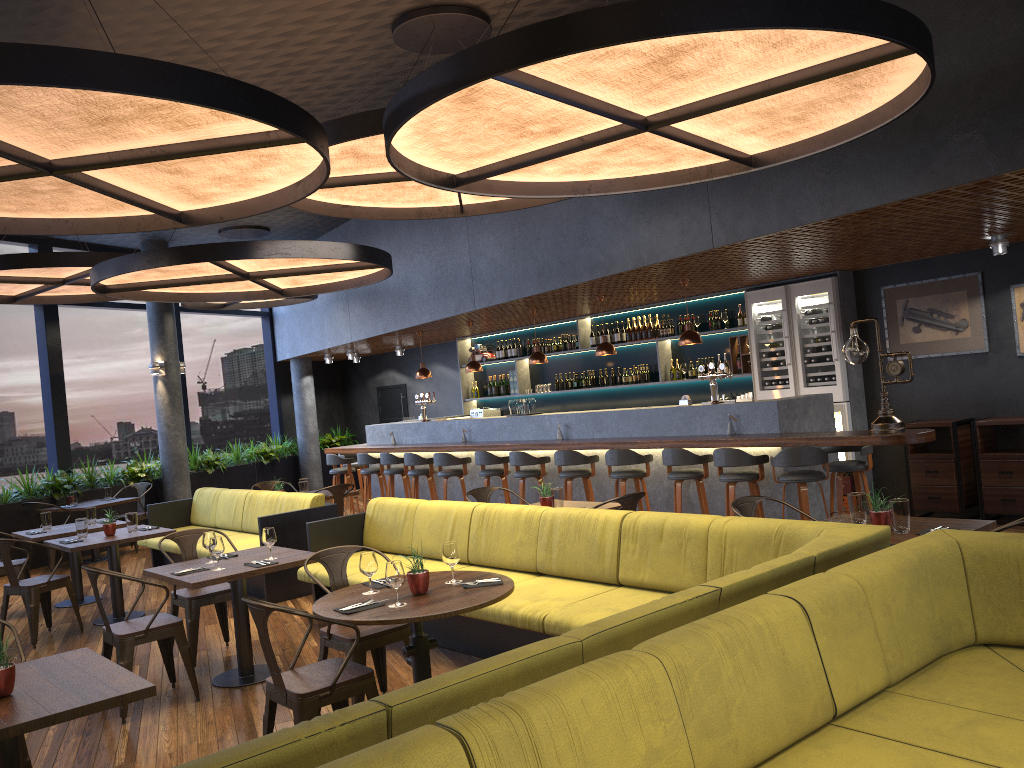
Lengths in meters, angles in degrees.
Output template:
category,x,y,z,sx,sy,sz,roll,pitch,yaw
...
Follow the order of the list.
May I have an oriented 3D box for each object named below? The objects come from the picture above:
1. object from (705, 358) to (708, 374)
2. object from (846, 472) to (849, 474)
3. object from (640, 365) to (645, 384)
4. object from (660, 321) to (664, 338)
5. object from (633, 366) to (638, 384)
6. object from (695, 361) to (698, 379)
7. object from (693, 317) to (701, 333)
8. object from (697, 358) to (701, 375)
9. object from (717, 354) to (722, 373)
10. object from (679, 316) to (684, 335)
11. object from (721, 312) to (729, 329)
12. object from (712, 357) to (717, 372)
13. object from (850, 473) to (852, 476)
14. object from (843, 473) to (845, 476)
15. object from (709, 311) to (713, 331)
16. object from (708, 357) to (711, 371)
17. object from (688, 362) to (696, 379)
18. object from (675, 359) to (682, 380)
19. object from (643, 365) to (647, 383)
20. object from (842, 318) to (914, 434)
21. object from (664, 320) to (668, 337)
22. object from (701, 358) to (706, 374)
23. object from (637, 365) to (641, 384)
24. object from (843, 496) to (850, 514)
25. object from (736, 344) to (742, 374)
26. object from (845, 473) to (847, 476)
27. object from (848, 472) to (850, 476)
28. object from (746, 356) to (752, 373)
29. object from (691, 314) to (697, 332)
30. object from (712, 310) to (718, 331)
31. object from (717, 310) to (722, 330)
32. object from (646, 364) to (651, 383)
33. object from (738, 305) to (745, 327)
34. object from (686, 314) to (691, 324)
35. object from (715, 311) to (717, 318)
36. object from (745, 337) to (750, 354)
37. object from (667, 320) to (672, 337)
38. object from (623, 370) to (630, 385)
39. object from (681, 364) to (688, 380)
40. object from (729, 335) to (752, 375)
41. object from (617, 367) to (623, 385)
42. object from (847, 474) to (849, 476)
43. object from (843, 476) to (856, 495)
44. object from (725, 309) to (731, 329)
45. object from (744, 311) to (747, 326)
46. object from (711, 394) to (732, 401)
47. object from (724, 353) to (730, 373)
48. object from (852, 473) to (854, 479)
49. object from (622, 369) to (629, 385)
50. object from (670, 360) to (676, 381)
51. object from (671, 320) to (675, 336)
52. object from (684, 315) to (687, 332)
category,x,y,z,sx,sy,sz,roll,pitch,yaw
object,2.511,-0.209,11.434,0.063,0.254,0.063,-6,0,12
object,3.820,1.098,10.073,0.056,0.205,0.057,-5,0,-25
object,1.775,-0.135,12.081,0.063,0.254,0.063,-5,-1,-33
object,1.993,-0.725,11.763,0.056,0.227,0.056,-6,0,11
object,1.685,-0.126,12.151,0.063,0.254,0.063,-6,-1,42
object,2.413,-0.185,11.492,0.088,0.224,0.088,-6,-1,44
object,2.365,-0.754,11.331,0.097,0.206,0.097,-6,0,18
object,2.396,-0.199,11.317,0.063,0.254,0.063,-5,-1,-38
object,2.624,-0.237,11.196,0.079,0.281,0.079,-6,0,23
object,2.194,-0.761,11.509,0.063,0.254,0.063,-5,-1,-43
object,2.649,-0.784,11.023,0.097,0.206,0.097,-6,0,18
object,2.573,-0.216,11.322,0.063,0.254,0.063,-5,-1,-33
object,3.787,1.100,9.883,0.057,0.205,0.056,-5,-1,-35
object,3.766,1.103,10.030,0.056,0.205,0.056,-5,0,-10
object,2.520,-0.794,11.201,0.063,0.254,0.063,-5,0,2
object,2.516,-0.211,11.261,0.063,0.254,0.063,-6,0,12
object,2.320,-0.176,11.433,0.088,0.224,0.088,-6,0,19
object,2.192,-0.191,11.702,0.079,0.281,0.079,-6,0,28
object,1.831,-0.139,12.255,0.063,0.254,0.063,-5,0,-13
object,2.989,-0.075,7.226,0.566,0.944,0.263,-6,-1,42
object,2.033,-0.730,11.717,0.056,0.227,0.056,-6,0,26
object,2.453,-0.204,11.374,0.063,0.254,0.063,-5,0,-13
object,1.757,-0.132,12.214,0.063,0.254,0.063,-5,0,-13
object,3.731,1.353,10.026,0.416,0.206,0.277,-6,-1,42
object,2.811,-0.308,10.927,0.091,0.369,0.092,-6,0,19
object,3.750,1.104,9.937,0.056,0.205,0.057,-6,0,25
object,3.801,1.099,9.979,0.056,0.205,0.056,-6,0,25
object,2.913,-0.241,10.817,0.097,0.206,0.097,-5,0,0
object,2.350,-0.775,11.484,0.063,0.254,0.063,-6,-1,37
object,2.536,-0.796,11.090,0.063,0.254,0.063,-5,0,-13
object,2.602,-0.802,11.167,0.063,0.254,0.063,-6,0,12
object,1.862,-0.143,12.144,0.063,0.254,0.063,-6,0,22
object,2.815,-0.837,10.910,0.079,0.281,0.079,-5,-1,-32
object,2.279,-0.769,11.422,0.063,0.254,0.063,-6,0,22
object,2.602,-0.801,11.261,0.063,0.254,0.063,-5,0,-13
object,2.891,-0.474,10.819,0.097,0.206,0.097,-5,0,0
object,2.073,-0.734,11.670,0.056,0.227,0.056,-6,-1,36
object,1.620,-0.093,12.491,0.097,0.206,0.097,-5,0,-9
object,2.248,-0.160,11.557,0.097,0.206,0.097,-6,0,18
object,2.852,-0.358,10.872,0.161,0.475,0.300,-5,-1,-41
object,1.525,-0.107,12.561,0.063,0.254,0.063,-5,0,7
object,3.739,1.104,9.847,0.056,0.205,0.056,-5,-1,-35
object,3.719,1.127,10.038,0.277,0.206,0.416,-5,-1,-38
object,2.704,-0.812,11.147,0.063,0.254,0.063,-5,-1,-33
object,2.876,-0.843,10.838,0.079,0.281,0.079,-6,0,18
object,2.680,0.370,11.210,0.204,0.492,0.310,-5,-1,-41
object,2.685,-0.243,11.124,0.079,0.281,0.079,-6,-1,43
object,3.858,1.094,10.021,0.056,0.205,0.057,-5,0,0
object,1.585,-0.100,12.362,0.088,0.224,0.088,-6,0,19
object,2.132,-0.185,11.773,0.079,0.281,0.079,-5,-1,-37
object,2.118,-0.738,11.711,0.056,0.227,0.056,-5,-1,-39
object,2.274,-0.768,11.570,0.063,0.254,0.063,-6,0,12
